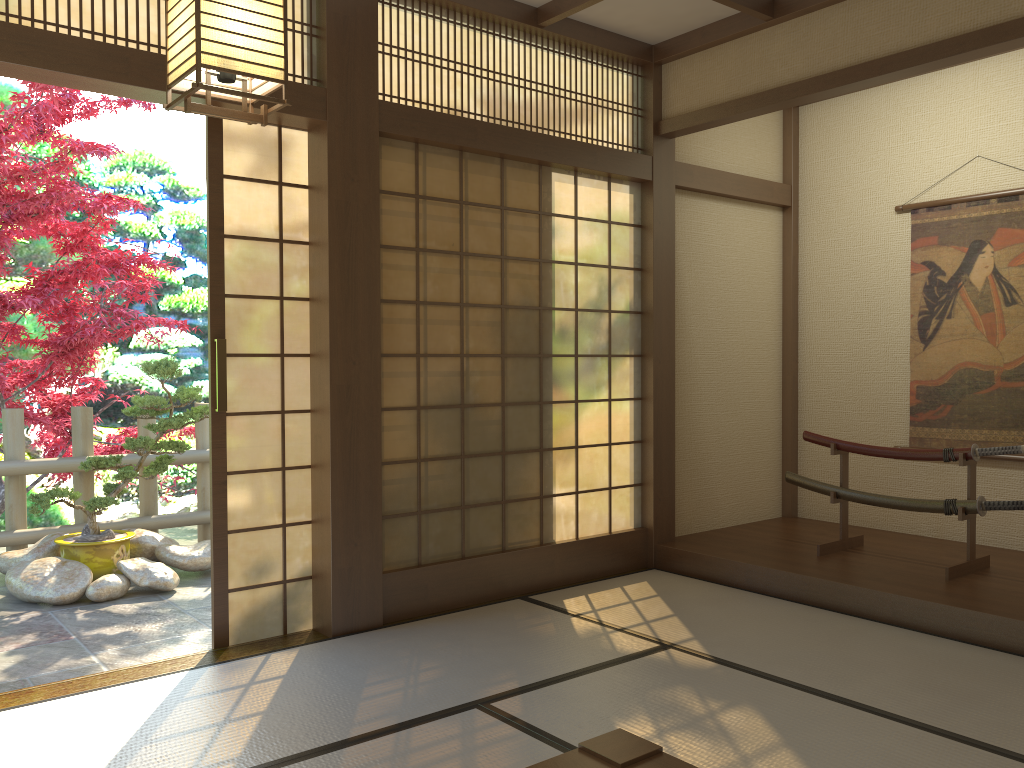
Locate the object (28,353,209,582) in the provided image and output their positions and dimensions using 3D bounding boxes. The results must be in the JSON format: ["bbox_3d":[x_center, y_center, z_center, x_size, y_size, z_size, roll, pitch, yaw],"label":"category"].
[{"bbox_3d":[-2.318,0.495,5.360,1.032,1.362,0.586,-1,1,-12],"label":"object"}]

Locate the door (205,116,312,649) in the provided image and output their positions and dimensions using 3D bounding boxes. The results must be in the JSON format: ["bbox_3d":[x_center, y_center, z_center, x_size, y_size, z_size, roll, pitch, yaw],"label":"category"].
[{"bbox_3d":[-0.507,-0.012,4.272,1.894,2.380,0.073,-1,2,-39],"label":"door"}]

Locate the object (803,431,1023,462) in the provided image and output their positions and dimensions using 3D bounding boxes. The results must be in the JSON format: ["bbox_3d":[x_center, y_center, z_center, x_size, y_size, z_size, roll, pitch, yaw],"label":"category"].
[{"bbox_3d":[2.036,0.332,4.586,0.086,0.121,1.186,-1,2,-37],"label":"object"}]

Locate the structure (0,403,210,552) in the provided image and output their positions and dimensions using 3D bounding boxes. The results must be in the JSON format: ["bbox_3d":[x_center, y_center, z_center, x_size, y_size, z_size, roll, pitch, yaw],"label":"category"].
[{"bbox_3d":[-2.749,0.696,5.832,7.456,1.136,0.245,-1,2,-39],"label":"structure"}]

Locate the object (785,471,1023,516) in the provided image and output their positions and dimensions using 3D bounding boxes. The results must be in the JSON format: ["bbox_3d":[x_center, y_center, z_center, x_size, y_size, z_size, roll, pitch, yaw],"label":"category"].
[{"bbox_3d":[2.023,0.584,4.611,0.100,0.144,1.369,-1,2,-37],"label":"object"}]

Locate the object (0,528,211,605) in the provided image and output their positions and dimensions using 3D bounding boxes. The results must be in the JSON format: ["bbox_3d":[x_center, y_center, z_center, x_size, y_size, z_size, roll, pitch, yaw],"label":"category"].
[{"bbox_3d":[-2.352,1.048,5.328,1.260,0.276,1.147,-1,2,-43],"label":"object"}]

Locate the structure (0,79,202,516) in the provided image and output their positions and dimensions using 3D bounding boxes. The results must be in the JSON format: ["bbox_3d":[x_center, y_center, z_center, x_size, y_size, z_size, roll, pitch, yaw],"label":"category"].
[{"bbox_3d":[-3.893,-0.693,5.952,3.412,4.004,3.045,0,1,-6],"label":"structure"}]

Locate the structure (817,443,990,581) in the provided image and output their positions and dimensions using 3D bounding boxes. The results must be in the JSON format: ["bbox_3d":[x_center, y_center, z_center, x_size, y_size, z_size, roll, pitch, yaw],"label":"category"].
[{"bbox_3d":[2.044,0.632,4.655,0.446,0.604,0.712,-1,2,-39],"label":"structure"}]

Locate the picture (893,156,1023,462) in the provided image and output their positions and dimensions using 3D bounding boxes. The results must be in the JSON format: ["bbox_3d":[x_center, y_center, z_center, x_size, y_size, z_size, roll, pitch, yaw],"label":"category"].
[{"bbox_3d":[2.644,-0.437,5.057,0.038,1.725,0.952,-1,2,-39],"label":"picture"}]

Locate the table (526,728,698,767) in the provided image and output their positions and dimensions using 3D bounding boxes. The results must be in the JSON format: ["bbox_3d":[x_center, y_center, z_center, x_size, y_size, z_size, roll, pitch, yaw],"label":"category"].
[{"bbox_3d":[0.168,0.975,1.321,1.000,0.350,1.000,-1,2,-39],"label":"table"}]

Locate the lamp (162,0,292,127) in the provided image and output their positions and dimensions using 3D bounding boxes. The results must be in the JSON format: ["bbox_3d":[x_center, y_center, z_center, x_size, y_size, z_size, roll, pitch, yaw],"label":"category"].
[{"bbox_3d":[-0.698,-1.210,2.150,0.240,1.129,0.240,-1,2,-39],"label":"lamp"}]
